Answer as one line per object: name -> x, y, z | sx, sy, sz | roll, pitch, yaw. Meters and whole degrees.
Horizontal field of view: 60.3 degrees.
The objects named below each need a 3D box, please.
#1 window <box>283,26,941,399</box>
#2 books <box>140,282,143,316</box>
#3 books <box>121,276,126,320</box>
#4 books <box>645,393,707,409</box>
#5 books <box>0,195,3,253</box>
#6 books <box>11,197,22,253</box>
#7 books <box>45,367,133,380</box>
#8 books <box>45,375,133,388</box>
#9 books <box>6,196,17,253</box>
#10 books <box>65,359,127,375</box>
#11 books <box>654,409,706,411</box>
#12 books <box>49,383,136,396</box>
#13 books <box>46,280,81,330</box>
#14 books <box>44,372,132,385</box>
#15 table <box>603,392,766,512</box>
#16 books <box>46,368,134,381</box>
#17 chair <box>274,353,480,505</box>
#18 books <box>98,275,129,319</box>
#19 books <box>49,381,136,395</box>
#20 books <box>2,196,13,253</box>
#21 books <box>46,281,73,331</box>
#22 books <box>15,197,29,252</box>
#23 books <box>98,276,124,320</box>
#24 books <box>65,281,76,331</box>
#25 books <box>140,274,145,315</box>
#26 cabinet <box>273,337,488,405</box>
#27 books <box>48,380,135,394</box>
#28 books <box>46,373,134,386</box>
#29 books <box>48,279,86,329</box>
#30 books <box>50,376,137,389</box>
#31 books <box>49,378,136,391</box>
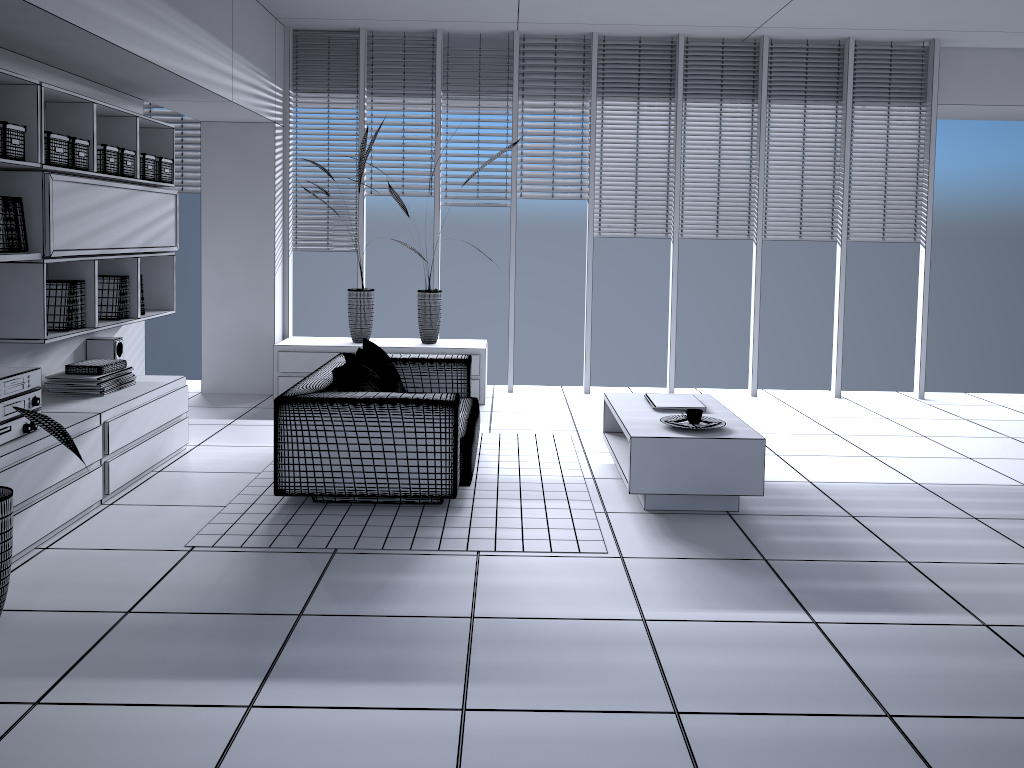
window -> 0.817, -1.435, 7.514 | 5.501, 3.102, 0.101 | 1, 3, 0
books -> -2.416, -0.556, 5.497 | 0.207, 0.258, 0.075 | 1, 4, 0
books -> -2.405, -0.513, 5.229 | 0.207, 0.258, 0.075 | 1, 4, -1
books -> 0.935, 0.098, 5.060 | 0.285, 0.008, 0.420 | 1, 10, 1
books -> -2.403, -0.720, 3.962 | 0.207, 0.257, 0.050 | 1, 4, 0
books -> -2.397, -0.740, 4.090 | 0.207, 0.256, 0.073 | 1, 4, 0
books -> -2.311, -0.063, 4.823 | 0.285, 0.008, 0.420 | 1, 10, 1
books -> -2.307, -0.018, 4.837 | 0.285, 0.008, 0.420 | 1, 10, 1
books -> -2.401, -0.736, 4.058 | 0.207, 0.258, 0.075 | 1, 4, 0
books -> -2.277, -0.094, 4.831 | 0.207, 0.049, 0.261 | 2, 9, 5
books -> 0.935, 0.111, 5.072 | 0.285, 0.008, 0.420 | 1, 10, 1
books -> -2.308, 0.027, 4.874 | 0.285, 0.008, 0.420 | 1, 10, 1
books -> -2.405, -0.422, 4.691 | 0.207, 0.257, 0.050 | 1, 4, 0
books -> -2.314, -0.034, 4.825 | 0.285, 0.008, 0.420 | 1, 10, 1
table -> 0.888, 0.350, 4.840 | 0.650, 0.385, 1.215 | 1, 9, 0
books -> -2.304, -0.056, 4.842 | 0.285, 0.008, 0.420 | 1, 10, 1
chair -> -0.671, 0.200, 5.043 | 0.960, 0.546, 1.669 | 1, 9, 0
books -> -2.408, -0.524, 5.296 | 0.207, 0.257, 0.050 | 1, 4, 0
books -> -2.308, 0.017, 4.880 | 0.285, 0.008, 0.420 | 1, 10, 1
books -> -2.402, -0.731, 4.026 | 0.207, 0.258, 0.075 | 1, 4, 0
books -> -2.401, -0.405, 4.593 | 0.207, 0.258, 0.075 | 1, 4, 0
books -> -2.388, -0.749, 4.135 | 0.207, 0.256, 0.073 | 1, 4, -1
books -> -2.404, -0.507, 5.197 | 0.207, 0.258, 0.075 | 1, 4, 0
books -> -2.402, -0.411, 4.624 | 0.207, 0.258, 0.075 | 1, 4, -1
books -> -2.415, -0.561, 5.529 | 0.207, 0.258, 0.075 | 1, 4, 0
cabinet -> -1.048, -0.117, 7.226 | 1.675, 0.446, 0.604 | 1, 7, 0
books -> -2.315, 0.010, 4.861 | 0.285, 0.008, 0.420 | 1, 10, 1
books -> -2.307, -0.027, 4.843 | 0.285, 0.008, 0.420 | 1, 10, 1
books -> -2.405, -0.431, 4.743 | 0.207, 0.257, 0.050 | 1, 4, 0
books -> -2.305, -0.012, 4.878 | 0.285, 0.008, 0.420 | 1, 10, 1
books -> -2.305, -0.002, 4.872 | 0.285, 0.008, 0.420 | 1, 10, 1
